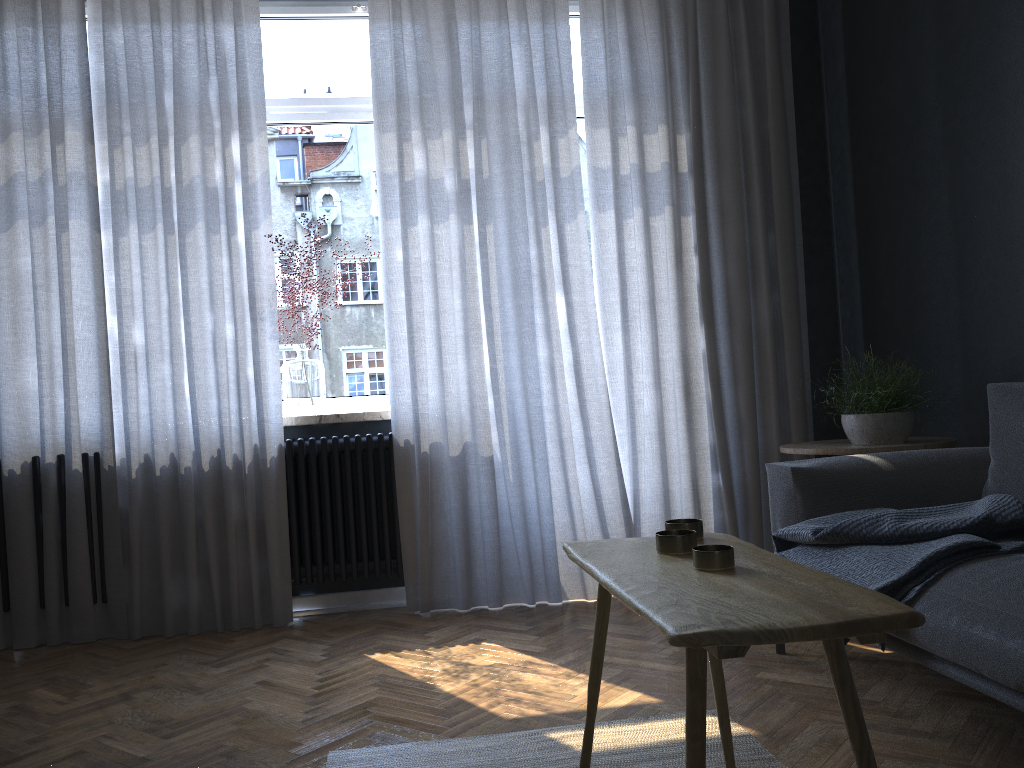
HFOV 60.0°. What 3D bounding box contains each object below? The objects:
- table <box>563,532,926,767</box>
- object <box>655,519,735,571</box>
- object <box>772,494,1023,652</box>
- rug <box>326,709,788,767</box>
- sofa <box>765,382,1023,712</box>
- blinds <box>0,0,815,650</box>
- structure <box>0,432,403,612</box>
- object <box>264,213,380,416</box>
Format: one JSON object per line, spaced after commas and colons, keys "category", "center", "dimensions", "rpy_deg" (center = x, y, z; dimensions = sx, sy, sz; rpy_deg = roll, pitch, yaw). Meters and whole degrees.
{"category": "table", "center": [0.312, 0.561, 1.397], "dimensions": [0.339, 0.550, 0.788], "rpy_deg": [-4, -1, -8]}
{"category": "object", "center": [0.303, 0.275, 1.538], "dimensions": [0.103, 0.033, 0.369], "rpy_deg": [-4, -2, 3]}
{"category": "object", "center": [0.990, 0.439, 2.281], "dimensions": [0.490, 0.329, 0.666], "rpy_deg": [-4, -1, -3]}
{"category": "rug", "center": [0.176, 0.839, 1.238], "dimensions": [1.003, 0.013, 2.012], "rpy_deg": [-3, -2, -8]}
{"category": "sofa", "center": [1.367, 0.378, 1.750], "dimensions": [0.970, 0.798, 2.341], "rpy_deg": [-3, -1, -8]}
{"category": "blinds", "center": [-0.614, -0.448, 3.696], "dimensions": [3.992, 2.788, 0.312], "rpy_deg": [-3, -1, -7]}
{"category": "structure", "center": [-1.247, 0.548, 3.657], "dimensions": [1.846, 0.600, 0.216], "rpy_deg": [-3, -1, -7]}
{"category": "object", "center": [-0.862, -0.274, 3.750], "dimensions": [0.514, 0.809, 0.599], "rpy_deg": [-3, -1, -33]}
